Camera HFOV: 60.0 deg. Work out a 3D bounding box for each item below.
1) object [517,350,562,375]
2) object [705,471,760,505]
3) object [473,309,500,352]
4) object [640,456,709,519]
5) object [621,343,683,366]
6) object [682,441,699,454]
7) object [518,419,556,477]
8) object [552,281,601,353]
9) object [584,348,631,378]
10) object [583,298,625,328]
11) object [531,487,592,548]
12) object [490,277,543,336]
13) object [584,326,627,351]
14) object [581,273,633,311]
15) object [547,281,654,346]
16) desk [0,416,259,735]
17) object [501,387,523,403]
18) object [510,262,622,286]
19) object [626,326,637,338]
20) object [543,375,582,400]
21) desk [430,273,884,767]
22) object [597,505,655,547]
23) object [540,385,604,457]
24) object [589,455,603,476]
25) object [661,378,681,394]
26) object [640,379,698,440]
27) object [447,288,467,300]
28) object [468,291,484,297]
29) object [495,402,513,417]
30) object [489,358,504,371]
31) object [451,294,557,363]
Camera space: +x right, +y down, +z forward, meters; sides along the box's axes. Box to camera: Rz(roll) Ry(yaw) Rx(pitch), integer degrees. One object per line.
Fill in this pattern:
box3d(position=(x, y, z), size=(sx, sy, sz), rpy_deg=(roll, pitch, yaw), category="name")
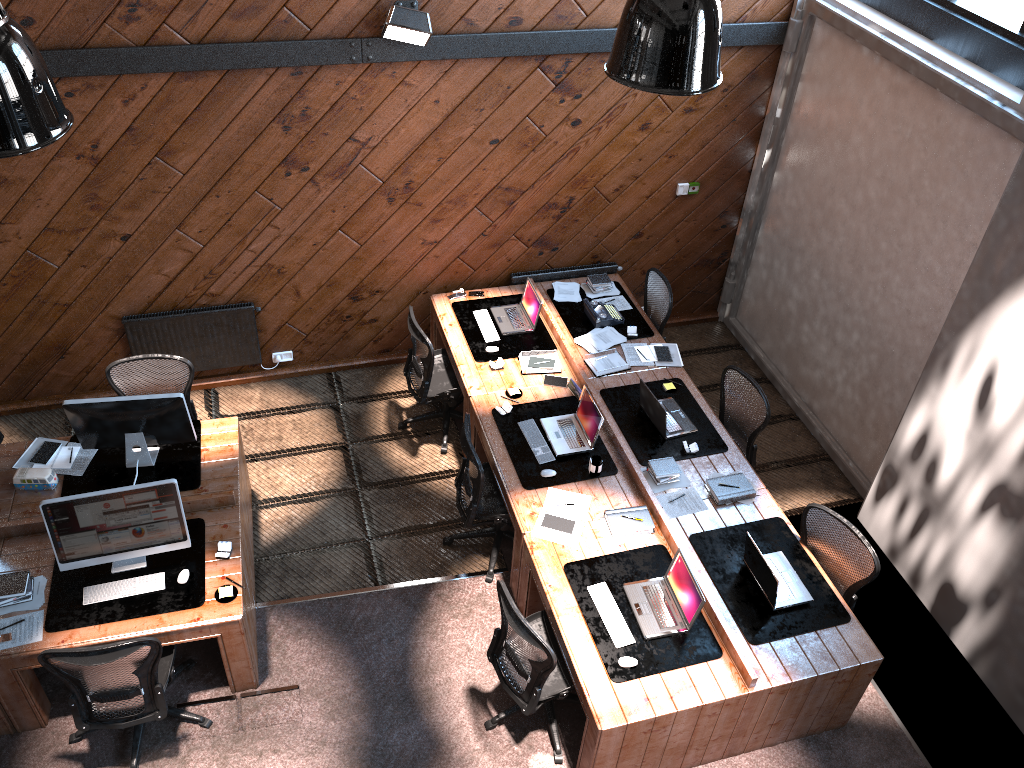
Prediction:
box3d(position=(0.215, -0.170, 6.926), size=(0.316, 0.060, 0.229), rpy_deg=(-3, 40, -8), category="object")
box3d(position=(1.494, 0.684, 6.003), size=(0.363, 0.065, 0.325), rpy_deg=(-2, 40, -7), category="object")
box3d(position=(-0.196, -0.440, 7.226), size=(0.139, 0.040, 0.577), rpy_deg=(-6, 41, -12), category="object")
box3d(position=(1.083, 0.672, 5.954), size=(0.319, 0.098, 0.478), rpy_deg=(-9, 41, -16), category="object")
box3d(position=(1.124, -0.243, 7.118), size=(0.467, 0.017, 0.304), rpy_deg=(0, 40, -5), category="object")
box3d(position=(1.262, 0.445, 6.263), size=(0.106, 0.063, 0.082), rpy_deg=(0, 40, -5), category="object")
box3d(position=(0.189, 0.442, 6.197), size=(0.139, 0.040, 0.577), rpy_deg=(-9, 41, -15), category="object")
box3d(position=(0.568, -0.582, 7.478), size=(0.356, 0.002, 1.058), rpy_deg=(-9, 41, -16), category="object")
box3d(position=(0.753, -0.171, 6.975), size=(0.316, 0.060, 0.229), rpy_deg=(-13, 43, -20), category="object")
box3d(position=(0.772, -0.610, 7.435), size=(0.290, 0.116, 0.322), rpy_deg=(-10, 42, -16), category="object")
box3d(position=(0.330, 0.847, 5.734), size=(0.304, 0.017, 0.467), rpy_deg=(13, 40, 11), category="object")
box3d(position=(0.030, -0.642, 7.292), size=(0.323, 0.283, 0.390), rpy_deg=(-8, 41, -15), category="object")
box3d(position=(0.761, -0.371, 7.233), size=(0.315, 0.002, 0.246), rpy_deg=(-23, 47, -29), category="object")
box3d(position=(0.814, -0.802, 7.690), size=(0.319, 0.098, 0.478), rpy_deg=(-9, 41, -16), category="object")
box3d(position=(0.740, -0.612, 7.546), size=(0.687, 0.008, 0.848), rpy_deg=(-8, 41, -15), category="object")
box3d(position=(-3.746, 1.257, 5.407), size=(4.117, 0.840, 1.748), rpy_deg=(-7, 41, -13), category="desk")
box3d(position=(0.013, 0.067, 6.644), size=(0.158, 0.026, 0.154), rpy_deg=(19, 42, 17), category="object")
box3d(position=(0.478, -0.785, 8.115), size=(1.064, 0.628, 0.073), rpy_deg=(-8, 41, -15), category="object")
box3d(position=(0.988, -0.427, 7.288), size=(0.082, 0.063, 0.106), rpy_deg=(3, 40, -1), category="object")
box3d(position=(0.408, 0.002, 6.713), size=(0.347, 0.083, 0.129), rpy_deg=(24, 44, 23), category="object")
box3d(position=(0.694, 0.651, 6.539), size=(1.748, 0.840, 4.117), rpy_deg=(-8, 41, -15), category="desk")
box3d(position=(0.730, 0.897, 5.677), size=(0.363, 0.065, 0.325), rpy_deg=(2, 40, -3), category="object")
box3d(position=(0.412, 0.253, 6.203), size=(0.320, 0.288, 0.380), rpy_deg=(-8, 41, -15), category="object")
box3d(position=(0.567, 0.553, 6.031), size=(0.078, 0.138, 0.099), rpy_deg=(0, 40, -5), category="object")
box3d(position=(1.209, 0.016, 6.806), size=(0.158, 0.026, 0.154), rpy_deg=(23, 43, 21), category="object")
box3d(position=(1.139, 0.154, 6.432), size=(0.323, 0.283, 0.390), rpy_deg=(-12, 42, -18), category="object")
box3d(position=(-0.470, -0.777, 7.592), size=(0.159, 0.064, 0.054), rpy_deg=(-13, 43, -20), category="object")
box3d(position=(-0.306, -0.776, 7.621), size=(0.134, 0.042, 0.022), rpy_deg=(2, 40, -3), category="object")
box3d(position=(-0.061, 0.181, 6.460), size=(0.106, 0.063, 0.082), rpy_deg=(-21, 46, -28), category="object")
box3d(position=(-0.121, -0.156, 6.874), size=(0.106, 0.063, 0.082), rpy_deg=(-10, 42, -17), category="object")
box3d(position=(-0.075, -0.475, 7.307), size=(0.687, 0.008, 0.848), rpy_deg=(-8, 41, -15), category="object")
